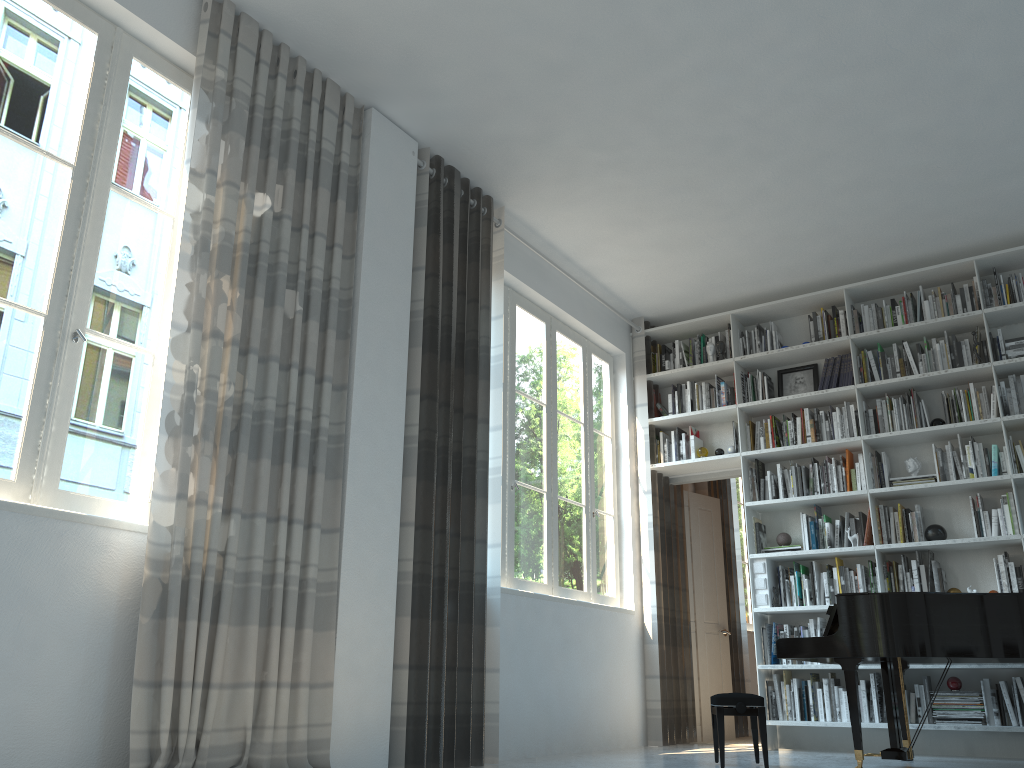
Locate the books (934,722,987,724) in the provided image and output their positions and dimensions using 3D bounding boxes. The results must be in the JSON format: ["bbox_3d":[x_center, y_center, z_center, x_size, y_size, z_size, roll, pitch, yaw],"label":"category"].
[{"bbox_3d":[2.747,2.070,5.419,0.285,0.007,0.160,-12,-22,31],"label":"books"}]

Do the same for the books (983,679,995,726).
[{"bbox_3d":[2.896,1.923,5.363,0.031,0.264,0.145,-11,-22,31],"label":"books"}]

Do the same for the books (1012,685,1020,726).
[{"bbox_3d":[3.004,1.911,5.274,0.011,0.231,0.174,-11,-22,31],"label":"books"}]

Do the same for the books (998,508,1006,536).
[{"bbox_3d":[3.089,0.890,5.573,0.024,0.187,0.173,-11,-22,31],"label":"books"}]

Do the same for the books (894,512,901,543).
[{"bbox_3d":[2.581,0.976,5.895,0.025,0.227,0.153,-11,-22,31],"label":"books"}]

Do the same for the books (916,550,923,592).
[{"bbox_3d":[2.664,1.258,5.762,0.013,0.337,0.138,-11,-22,31],"label":"books"}]

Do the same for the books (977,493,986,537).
[{"bbox_3d":[3.004,0.857,5.648,0.012,0.297,0.166,-11,-22,31],"label":"books"}]

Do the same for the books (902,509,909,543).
[{"bbox_3d":[2.619,0.960,5.874,0.014,0.243,0.153,-11,-22,31],"label":"books"}]

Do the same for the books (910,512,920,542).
[{"bbox_3d":[2.665,0.961,5.832,0.028,0.215,0.175,-11,-22,31],"label":"books"}]

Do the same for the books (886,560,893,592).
[{"bbox_3d":[2.500,1.310,5.834,0.013,0.282,0.147,-11,-22,31],"label":"books"}]

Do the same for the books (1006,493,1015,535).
[{"bbox_3d":[3.129,0.833,5.548,0.011,0.278,0.188,-11,-22,31],"label":"books"}]

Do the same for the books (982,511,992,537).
[{"bbox_3d":[3.024,0.910,5.624,0.030,0.182,0.155,-11,-22,31],"label":"books"}]

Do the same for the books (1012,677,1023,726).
[{"bbox_3d":[3.010,1.886,5.269,0.012,0.273,0.180,-11,-22,31],"label":"books"}]

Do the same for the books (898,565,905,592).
[{"bbox_3d":[2.556,1.314,5.790,0.042,0.247,0.163,-11,-22,31],"label":"books"}]

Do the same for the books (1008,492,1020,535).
[{"bbox_3d":[3.144,0.830,5.542,0.021,0.280,0.162,-11,-22,31],"label":"books"}]

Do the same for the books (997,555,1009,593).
[{"bbox_3d":[3.050,1.203,5.487,0.027,0.268,0.159,-11,-22,31],"label":"books"}]

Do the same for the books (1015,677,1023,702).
[{"bbox_3d":[3.054,1.882,5.257,0.074,0.275,0.181,-11,-22,31],"label":"books"}]

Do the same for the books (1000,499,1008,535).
[{"bbox_3d":[3.098,0.857,5.564,0.012,0.243,0.171,-11,-22,31],"label":"books"}]

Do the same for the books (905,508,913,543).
[{"bbox_3d":[2.646,0.959,5.876,0.028,0.247,0.143,-11,-22,31],"label":"books"}]

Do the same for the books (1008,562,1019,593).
[{"bbox_3d":[3.094,1.217,5.453,0.029,0.220,0.153,-11,-22,31],"label":"books"}]

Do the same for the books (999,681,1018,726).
[{"bbox_3d":[2.975,1.908,5.298,0.063,0.252,0.178,-11,-22,31],"label":"books"}]

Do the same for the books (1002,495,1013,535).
[{"bbox_3d":[3.118,0.844,5.564,0.027,0.268,0.178,-11,-22,31],"label":"books"}]

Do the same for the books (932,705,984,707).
[{"bbox_3d":[2.749,1.978,5.449,0.285,0.007,0.160,-12,-22,31],"label":"books"}]

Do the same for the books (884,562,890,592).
[{"bbox_3d":[2.494,1.319,5.847,0.013,0.274,0.147,-11,-22,31],"label":"books"}]

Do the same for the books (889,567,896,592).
[{"bbox_3d":[2.516,1.326,5.813,0.030,0.238,0.157,-11,-22,31],"label":"books"}]

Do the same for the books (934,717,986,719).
[{"bbox_3d":[2.742,2.041,5.420,0.285,0.007,0.160,-10,-22,28],"label":"books"}]

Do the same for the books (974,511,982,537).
[{"bbox_3d":[2.974,0.913,5.639,0.025,0.185,0.154,-11,-22,31],"label":"books"}]

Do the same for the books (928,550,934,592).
[{"bbox_3d":[2.701,1.246,5.710,0.050,0.327,0.167,-11,-22,31],"label":"books"}]

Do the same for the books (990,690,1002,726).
[{"bbox_3d":[2.914,1.944,5.327,0.029,0.201,0.178,-11,-22,31],"label":"books"}]

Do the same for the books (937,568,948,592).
[{"bbox_3d":[2.760,1.293,5.669,0.023,0.211,0.160,-11,-22,31],"label":"books"}]

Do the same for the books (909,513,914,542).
[{"bbox_3d":[2.651,0.969,5.844,0.011,0.207,0.180,-11,-22,31],"label":"books"}]

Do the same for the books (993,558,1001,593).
[{"bbox_3d":[3.026,1.219,5.510,0.012,0.253,0.161,-11,-22,31],"label":"books"}]

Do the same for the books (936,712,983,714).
[{"bbox_3d":[2.743,2.015,5.428,0.254,0.007,0.161,-10,-22,28],"label":"books"}]

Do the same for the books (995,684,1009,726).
[{"bbox_3d":[2.945,1.925,5.328,0.028,0.237,0.136,-11,-22,31],"label":"books"}]

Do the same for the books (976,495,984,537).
[{"bbox_3d":[2.996,0.863,5.656,0.011,0.290,0.156,-11,-22,31],"label":"books"}]

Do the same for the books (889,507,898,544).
[{"bbox_3d":[2.553,0.963,5.914,0.036,0.262,0.167,-11,-22,31],"label":"books"}]

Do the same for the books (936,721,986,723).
[{"bbox_3d":[2.742,2.061,5.414,0.254,0.007,0.161,-13,-23,35],"label":"books"}]

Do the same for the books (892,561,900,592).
[{"bbox_3d":[2.529,1.305,5.801,0.012,0.271,0.181,-11,-22,31],"label":"books"}]

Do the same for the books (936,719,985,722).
[{"bbox_3d":[2.747,2.057,5.423,0.254,0.007,0.161,-12,-22,31],"label":"books"}]

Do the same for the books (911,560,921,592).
[{"bbox_3d":[2.633,1.287,5.741,0.027,0.268,0.185,-11,-22,31],"label":"books"}]

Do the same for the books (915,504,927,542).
[{"bbox_3d":[2.697,0.937,5.838,0.028,0.265,0.145,-11,-22,31],"label":"books"}]

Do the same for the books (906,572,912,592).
[{"bbox_3d":[2.597,1.332,5.760,0.024,0.195,0.157,-11,-22,31],"label":"books"}]

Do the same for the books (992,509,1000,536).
[{"bbox_3d":[3.053,0.895,5.591,0.057,0.188,0.156,-11,-22,31],"label":"books"}]

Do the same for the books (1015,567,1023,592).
[{"bbox_3d":[3.129,1.230,5.449,0.031,0.194,0.142,-11,-22,31],"label":"books"}]

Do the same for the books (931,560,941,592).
[{"bbox_3d":[2.732,1.270,5.678,0.027,0.260,0.164,-11,-22,31],"label":"books"}]

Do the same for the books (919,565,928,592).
[{"bbox_3d":[2.676,1.298,5.729,0.029,0.240,0.136,-11,-22,31],"label":"books"}]

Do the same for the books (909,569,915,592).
[{"bbox_3d":[2.614,1.317,5.748,0.021,0.214,0.172,-11,-22,31],"label":"books"}]

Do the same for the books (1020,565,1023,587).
[{"bbox_3d":[3.145,1.218,5.426,0.024,0.200,0.159,-11,-22,31],"label":"books"}]

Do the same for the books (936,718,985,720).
[{"bbox_3d":[2.745,2.049,5.423,0.254,0.007,0.161,-12,-23,32],"label":"books"}]

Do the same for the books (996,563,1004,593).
[{"bbox_3d":[3.042,1.232,5.505,0.015,0.224,0.148,-11,-22,31],"label":"books"}]

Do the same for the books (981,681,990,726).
[{"bbox_3d":[2.869,1.928,5.361,0.012,0.253,0.161,-11,-22,31],"label":"books"}]

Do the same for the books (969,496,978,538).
[{"bbox_3d":[2.961,0.870,5.668,0.012,0.284,0.160,-11,-22,31],"label":"books"}]

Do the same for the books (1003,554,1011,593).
[{"bbox_3d":[3.073,1.200,5.489,0.010,0.276,0.156,-11,-22,31],"label":"books"}]

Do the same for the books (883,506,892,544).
[{"bbox_3d":[2.531,0.965,5.938,0.026,0.274,0.155,-11,-22,31],"label":"books"}]

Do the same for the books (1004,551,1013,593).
[{"bbox_3d":[3.081,1.190,5.482,0.014,0.289,0.132,-11,-22,31],"label":"books"}]

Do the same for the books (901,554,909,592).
[{"bbox_3d":[2.579,1.278,5.784,0.014,0.312,0.166,-11,-22,31],"label":"books"}]

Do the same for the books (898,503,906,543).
[{"bbox_3d":[2.591,0.943,5.873,0.026,0.273,0.190,-11,-22,31],"label":"books"}]
